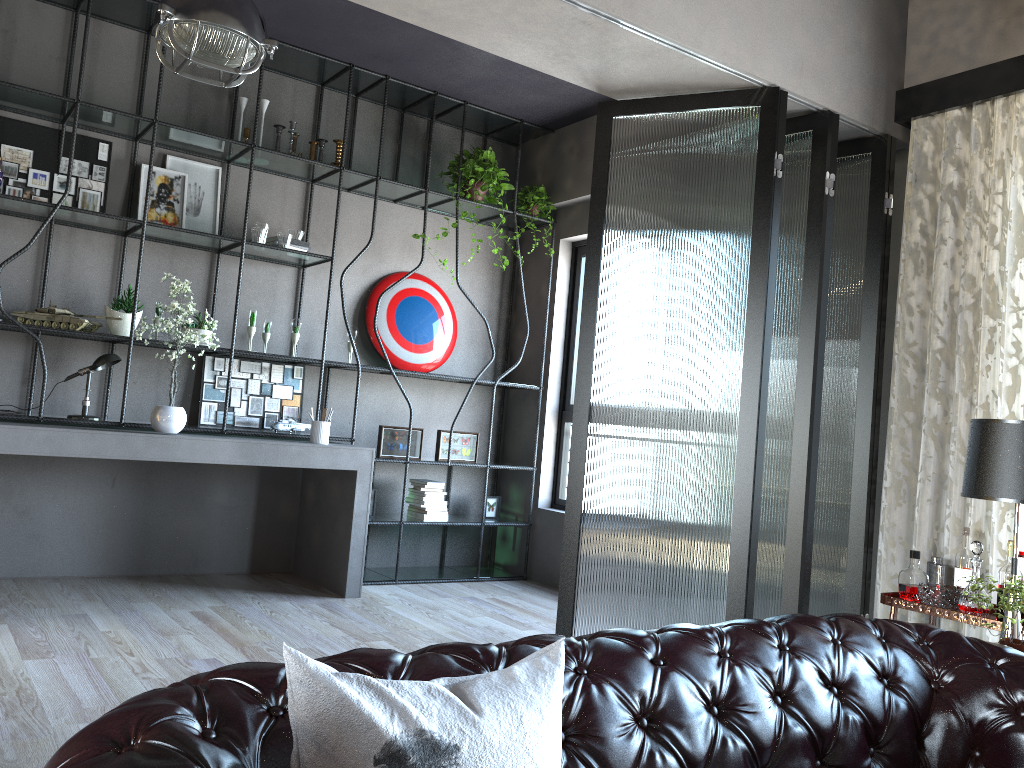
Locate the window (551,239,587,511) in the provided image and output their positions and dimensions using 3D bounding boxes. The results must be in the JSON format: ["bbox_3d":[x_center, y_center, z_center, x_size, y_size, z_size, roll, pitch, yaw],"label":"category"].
[{"bbox_3d":[0.862,-0.064,5.819,0.107,1.963,1.695,7,-4,-34],"label":"window"}]

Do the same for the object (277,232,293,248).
[{"bbox_3d":[-1.393,-0.868,5.424,0.093,0.099,0.092,4,-3,13],"label":"object"}]

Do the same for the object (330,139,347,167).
[{"bbox_3d":[-1.121,-1.474,5.727,0.130,0.232,0.130,3,-4,33],"label":"object"}]

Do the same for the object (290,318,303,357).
[{"bbox_3d":[-1.353,-0.286,5.529,0.113,0.247,0.113,6,-4,-16],"label":"object"}]

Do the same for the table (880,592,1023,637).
[{"bbox_3d":[1.822,1.236,3.366,0.437,0.733,0.803,8,-4,-38],"label":"table"}]

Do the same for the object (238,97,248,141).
[{"bbox_3d":[-1.715,-1.611,5.595,0.128,0.391,0.128,3,-4,24],"label":"object"}]

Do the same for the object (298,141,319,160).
[{"bbox_3d":[-1.262,-1.451,5.612,0.189,0.152,0.189,6,-3,-12],"label":"object"}]

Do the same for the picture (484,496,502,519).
[{"bbox_3d":[-0.148,0.896,6.434,0.137,0.165,0.032,7,-4,-34],"label":"picture"}]

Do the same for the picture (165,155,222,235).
[{"bbox_3d":[-1.970,-1.125,5.453,0.331,0.515,0.119,7,-4,-34],"label":"picture"}]

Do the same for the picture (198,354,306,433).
[{"bbox_3d":[-1.650,0.067,5.663,0.665,0.447,0.051,7,-4,-34],"label":"picture"}]

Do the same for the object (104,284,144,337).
[{"bbox_3d":[-2.178,-0.413,4.991,0.193,0.305,0.136,5,-4,-1],"label":"object"}]

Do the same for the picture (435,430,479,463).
[{"bbox_3d":[-0.379,0.432,6.127,0.313,0.212,0.048,7,-4,-34],"label":"picture"}]

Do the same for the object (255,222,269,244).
[{"bbox_3d":[-1.543,-0.908,5.448,0.087,0.155,0.087,6,-4,-22],"label":"object"}]

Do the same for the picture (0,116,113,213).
[{"bbox_3d":[-2.679,-1.217,5.002,0.748,0.504,0.058,7,-4,-34],"label":"picture"}]

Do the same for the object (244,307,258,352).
[{"bbox_3d":[-1.568,-0.328,5.335,0.113,0.275,0.113,7,-4,-31],"label":"object"}]

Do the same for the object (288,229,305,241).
[{"bbox_3d":[-1.388,-0.949,5.697,0.103,0.068,0.103,8,-4,-42],"label":"object"}]

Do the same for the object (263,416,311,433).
[{"bbox_3d":[-1.396,0.254,5.620,0.379,0.112,0.351,5,-3,-2],"label":"object"}]

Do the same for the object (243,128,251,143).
[{"bbox_3d":[-1.606,-1.481,5.362,0.135,0.129,0.135,3,-4,28],"label":"object"}]

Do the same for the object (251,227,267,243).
[{"bbox_3d":[-1.526,-0.884,5.333,0.092,0.099,0.092,5,-3,3],"label":"object"}]

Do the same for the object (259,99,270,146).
[{"bbox_3d":[-1.582,-1.599,5.600,0.128,0.391,0.128,4,-4,15],"label":"object"}]

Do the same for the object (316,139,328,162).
[{"bbox_3d":[-1.243,-1.483,5.762,0.084,0.233,0.084,2,-4,36],"label":"object"}]

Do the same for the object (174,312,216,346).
[{"bbox_3d":[-1.860,-0.327,5.232,0.235,0.213,0.235,4,-3,11],"label":"object"}]

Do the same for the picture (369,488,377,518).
[{"bbox_3d":[-0.980,0.781,5.837,0.172,0.191,0.036,7,-4,-34],"label":"picture"}]

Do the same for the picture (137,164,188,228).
[{"bbox_3d":[-2.095,-1.092,5.315,0.267,0.414,0.101,7,-4,-34],"label":"picture"}]

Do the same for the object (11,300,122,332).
[{"bbox_3d":[-2.436,-0.372,4.884,0.577,0.170,0.206,5,-3,1],"label":"object"}]

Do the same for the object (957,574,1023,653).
[{"bbox_3d":[1.534,0.760,2.740,0.270,0.363,0.296,4,-3,11],"label":"object"}]

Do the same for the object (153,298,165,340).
[{"bbox_3d":[-2.105,-0.377,5.270,0.113,0.273,0.113,3,-4,22],"label":"object"}]

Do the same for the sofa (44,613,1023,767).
[{"bbox_3d":[0.474,0.984,1.666,2.563,0.839,1.239,7,-4,-35],"label":"sofa"}]

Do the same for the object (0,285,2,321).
[{"bbox_3d":[-2.676,-0.423,4.582,0.093,0.200,0.093,8,-5,-39],"label":"object"}]

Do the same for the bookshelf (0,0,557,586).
[{"bbox_3d":[-1.731,-0.440,5.384,4.479,3.286,0.526,7,-4,-34],"label":"bookshelf"}]

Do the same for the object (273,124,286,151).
[{"bbox_3d":[-1.465,-1.512,5.550,0.084,0.233,0.084,5,-4,-7],"label":"object"}]

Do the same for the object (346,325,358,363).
[{"bbox_3d":[-1.068,-0.256,5.881,0.113,0.270,0.113,1,-5,44],"label":"object"}]

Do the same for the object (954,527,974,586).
[{"bbox_3d":[1.837,0.743,3.597,0.073,0.321,0.073,8,-5,-44],"label":"object"}]

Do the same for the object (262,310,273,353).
[{"bbox_3d":[-1.578,-0.325,5.692,0.113,0.302,0.113,6,-4,-16],"label":"object"}]

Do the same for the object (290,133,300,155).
[{"bbox_3d":[-1.408,-1.496,5.707,0.080,0.226,0.080,3,-4,28],"label":"object"}]

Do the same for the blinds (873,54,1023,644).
[{"bbox_3d":[2.715,0.128,2.721,0.200,2.977,3.410,7,-4,-34],"label":"blinds"}]

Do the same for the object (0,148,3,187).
[{"bbox_3d":[-2.793,-1.142,4.604,0.280,0.328,0.399,8,-5,-44],"label":"object"}]

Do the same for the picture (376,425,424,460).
[{"bbox_3d":[-0.740,0.390,5.878,0.313,0.212,0.049,7,-4,-34],"label":"picture"}]

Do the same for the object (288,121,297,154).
[{"bbox_3d":[-1.375,-1.511,5.524,0.100,0.243,0.100,7,-4,-25],"label":"object"}]
